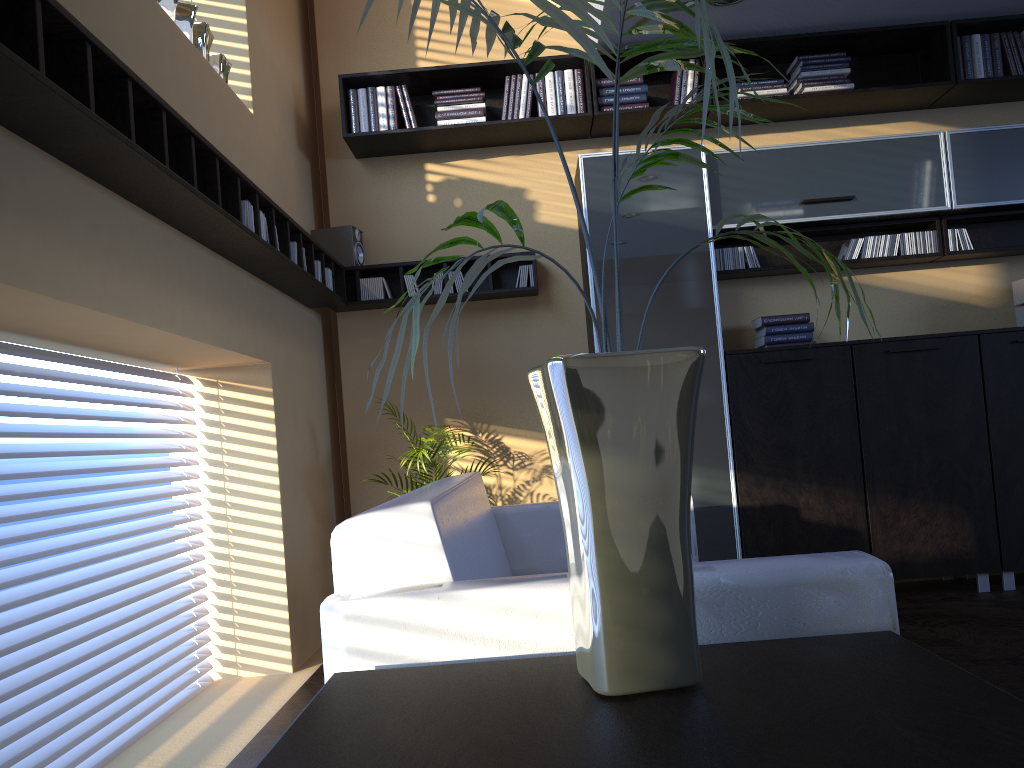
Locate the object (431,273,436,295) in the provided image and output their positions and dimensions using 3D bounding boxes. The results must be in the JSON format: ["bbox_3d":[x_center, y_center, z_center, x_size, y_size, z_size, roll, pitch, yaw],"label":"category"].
[{"bbox_3d":[-0.429,-0.541,4.912,0.040,0.118,0.142,-5,-3,1],"label":"object"}]

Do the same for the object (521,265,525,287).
[{"bbox_3d":[0.062,-0.582,4.902,0.030,0.120,0.142,-5,-3,1],"label":"object"}]

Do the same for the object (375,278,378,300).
[{"bbox_3d":[-0.740,-0.517,4.918,0.009,0.120,0.142,-5,-3,1],"label":"object"}]

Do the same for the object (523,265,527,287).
[{"bbox_3d":[0.072,-0.583,4.902,0.030,0.120,0.142,-5,-3,1],"label":"object"}]

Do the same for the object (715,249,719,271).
[{"bbox_3d":[1.116,-0.669,4.879,0.009,0.120,0.142,-5,-3,1],"label":"object"}]

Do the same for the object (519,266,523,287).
[{"bbox_3d":[0.051,-0.581,4.903,0.030,0.120,0.142,-5,-3,1],"label":"object"}]

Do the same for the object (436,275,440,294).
[{"bbox_3d":[-0.404,-0.544,4.911,0.030,0.120,0.142,-5,-3,1],"label":"object"}]

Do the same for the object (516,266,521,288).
[{"bbox_3d":[0.036,-0.579,4.903,0.040,0.118,0.142,-5,-3,1],"label":"object"}]

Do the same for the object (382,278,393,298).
[{"bbox_3d":[-0.685,-0.520,4.917,0.040,0.118,0.142,-5,-3,1],"label":"object"}]

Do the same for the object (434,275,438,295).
[{"bbox_3d":[-0.414,-0.543,4.911,0.030,0.120,0.142,-5,-3,1],"label":"object"}]

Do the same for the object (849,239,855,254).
[{"bbox_3d":[1.833,-0.724,4.874,0.059,0.112,0.142,-5,-3,1],"label":"object"}]

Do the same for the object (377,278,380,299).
[{"bbox_3d":[-0.730,-0.518,4.917,0.009,0.120,0.142,-5,-3,1],"label":"object"}]

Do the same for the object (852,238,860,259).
[{"bbox_3d":[1.864,-0.727,4.864,0.055,0.110,0.140,-5,-3,1],"label":"object"}]

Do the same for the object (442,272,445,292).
[{"bbox_3d":[-0.382,-0.546,4.911,0.030,0.124,0.142,-5,-3,1],"label":"object"}]

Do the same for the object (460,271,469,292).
[{"bbox_3d":[-0.262,-0.555,4.909,0.040,0.118,0.142,-5,-3,1],"label":"object"}]

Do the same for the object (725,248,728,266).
[{"bbox_3d":[1.167,-0.673,4.880,0.009,0.120,0.142,-5,-3,1],"label":"object"}]

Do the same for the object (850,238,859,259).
[{"bbox_3d":[1.853,-0.726,4.868,0.059,0.112,0.142,-5,-3,1],"label":"object"}]

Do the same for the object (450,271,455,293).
[{"bbox_3d":[-0.328,-0.551,4.910,0.009,0.120,0.142,-5,-3,1],"label":"object"}]

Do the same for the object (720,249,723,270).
[{"bbox_3d":[1.137,-0.671,4.880,0.006,0.118,0.140,-5,-3,1],"label":"object"}]

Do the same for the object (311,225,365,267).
[{"bbox_3d":[-0.964,-0.742,4.940,0.254,0.229,0.159,-5,-3,11],"label":"object"}]

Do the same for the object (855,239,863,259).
[{"bbox_3d":[1.884,-0.728,4.873,0.059,0.112,0.142,-5,-3,1],"label":"object"}]

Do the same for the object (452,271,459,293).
[{"bbox_3d":[-0.307,-0.552,4.909,0.030,0.120,0.142,-5,-3,1],"label":"object"}]

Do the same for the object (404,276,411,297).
[{"bbox_3d":[-0.571,-0.530,4.914,0.030,0.120,0.142,-5,-3,1],"label":"object"}]

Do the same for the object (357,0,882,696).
[{"bbox_3d":[-0.408,0.149,1.435,1.897,1.857,1.040,-6,-3,21],"label":"object"}]

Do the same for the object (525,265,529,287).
[{"bbox_3d":[0.082,-0.584,4.902,0.030,0.120,0.142,-5,-3,1],"label":"object"}]

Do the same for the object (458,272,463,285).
[{"bbox_3d":[-0.277,-0.554,4.909,0.030,0.120,0.142,-5,-3,1],"label":"object"}]

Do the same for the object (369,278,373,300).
[{"bbox_3d":[-0.771,-0.514,4.918,0.009,0.120,0.142,-5,-3,1],"label":"object"}]

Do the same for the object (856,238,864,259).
[{"bbox_3d":[1.884,-0.728,4.866,0.055,0.110,0.140,-5,-3,1],"label":"object"}]

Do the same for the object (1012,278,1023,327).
[{"bbox_3d":[2.962,-0.452,4.678,0.430,0.281,0.363,-5,-3,1],"label":"object"}]

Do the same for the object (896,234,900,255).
[{"bbox_3d":[2.087,-0.748,4.861,0.036,0.116,0.140,-5,-3,1],"label":"object"}]

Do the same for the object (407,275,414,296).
[{"bbox_3d":[-0.551,-0.532,4.914,0.030,0.120,0.142,-5,-3,1],"label":"object"}]

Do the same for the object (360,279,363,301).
[{"bbox_3d":[-0.822,-0.510,4.919,0.009,0.120,0.142,-5,-3,1],"label":"object"}]

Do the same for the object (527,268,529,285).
[{"bbox_3d":[0.083,-0.584,4.902,0.030,0.124,0.142,-5,-3,1],"label":"object"}]

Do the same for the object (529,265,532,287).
[{"bbox_3d":[0.103,-0.586,4.902,0.009,0.120,0.142,-5,-3,1],"label":"object"}]

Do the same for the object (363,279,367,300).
[{"bbox_3d":[-0.802,-0.512,4.919,0.009,0.120,0.142,-5,-3,1],"label":"object"}]

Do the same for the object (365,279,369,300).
[{"bbox_3d":[-0.792,-0.513,4.919,0.009,0.120,0.142,-5,-3,1],"label":"object"}]

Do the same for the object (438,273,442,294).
[{"bbox_3d":[-0.393,-0.545,4.911,0.030,0.120,0.142,-5,-3,1],"label":"object"}]

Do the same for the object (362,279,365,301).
[{"bbox_3d":[-0.812,-0.511,4.919,0.009,0.120,0.142,-5,-3,1],"label":"object"}]

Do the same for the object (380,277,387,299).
[{"bbox_3d":[-0.710,-0.519,4.917,0.009,0.120,0.142,-5,-3,1],"label":"object"}]

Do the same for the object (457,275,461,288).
[{"bbox_3d":[-0.287,-0.554,4.909,0.030,0.120,0.142,-5,-3,1],"label":"object"}]

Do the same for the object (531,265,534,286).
[{"bbox_3d":[0.113,-0.587,4.902,0.009,0.120,0.142,-5,-3,1],"label":"object"}]

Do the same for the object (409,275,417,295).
[{"bbox_3d":[-0.540,-0.533,4.914,0.030,0.120,0.142,-5,-3,1],"label":"object"}]

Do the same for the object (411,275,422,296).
[{"bbox_3d":[-0.525,-0.533,4.914,0.040,0.118,0.142,-5,-3,1],"label":"object"}]

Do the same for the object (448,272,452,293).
[{"bbox_3d":[-0.338,-0.550,4.910,0.009,0.120,0.142,-5,-3,1],"label":"object"}]

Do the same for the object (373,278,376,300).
[{"bbox_3d":[-0.751,-0.516,4.918,0.009,0.120,0.142,-5,-3,1],"label":"object"}]

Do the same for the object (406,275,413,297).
[{"bbox_3d":[-0.561,-0.531,4.914,0.030,0.120,0.142,-5,-3,1],"label":"object"}]

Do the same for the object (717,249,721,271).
[{"bbox_3d":[1.126,-0.669,4.885,0.009,0.120,0.142,-5,-3,1],"label":"object"}]

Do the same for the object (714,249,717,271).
[{"bbox_3d":[1.107,-0.668,4.881,0.006,0.118,0.140,-5,-3,1],"label":"object"}]

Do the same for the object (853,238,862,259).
[{"bbox_3d":[1.874,-0.728,4.870,0.059,0.112,0.142,-5,-3,1],"label":"object"}]

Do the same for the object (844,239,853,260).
[{"bbox_3d":[1.823,-0.724,4.863,0.059,0.112,0.142,-5,-3,1],"label":"object"}]

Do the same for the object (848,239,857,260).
[{"bbox_3d":[1.843,-0.725,4.868,0.059,0.112,0.142,-5,-3,1],"label":"object"}]

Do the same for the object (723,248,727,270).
[{"bbox_3d":[1.156,-0.672,4.878,0.009,0.120,0.142,-5,-3,1],"label":"object"}]

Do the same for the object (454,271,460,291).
[{"bbox_3d":[-0.297,-0.553,4.909,0.030,0.120,0.142,-5,-3,1],"label":"object"}]

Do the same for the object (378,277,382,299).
[{"bbox_3d":[-0.720,-0.518,4.917,0.009,0.120,0.142,-5,-3,1],"label":"object"}]

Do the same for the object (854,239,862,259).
[{"bbox_3d":[1.874,-0.727,4.868,0.055,0.110,0.140,-5,-3,1],"label":"object"}]

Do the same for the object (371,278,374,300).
[{"bbox_3d":[-0.761,-0.515,4.918,0.009,0.120,0.142,-5,-3,1],"label":"object"}]

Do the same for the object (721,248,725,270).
[{"bbox_3d":[1.146,-0.671,4.880,0.009,0.120,0.142,-5,-3,1],"label":"object"}]

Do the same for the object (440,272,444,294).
[{"bbox_3d":[-0.383,-0.546,4.911,0.030,0.120,0.142,-5,-3,1],"label":"object"}]

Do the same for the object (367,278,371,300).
[{"bbox_3d":[-0.781,-0.513,4.918,0.009,0.120,0.142,-5,-3,1],"label":"object"}]
